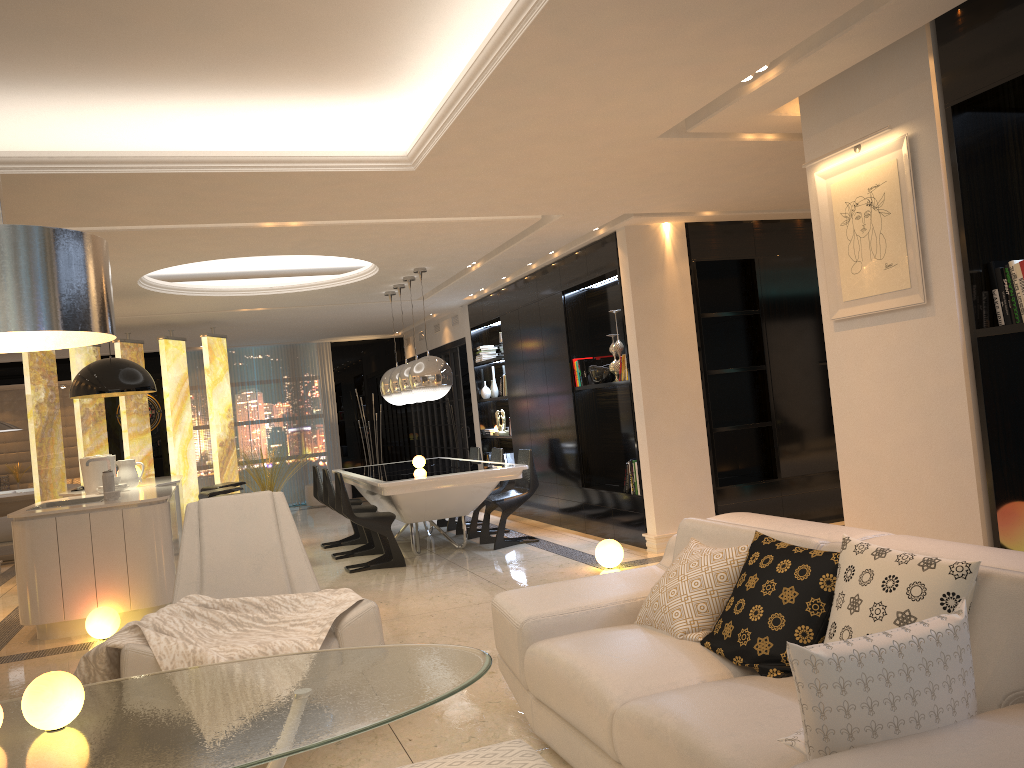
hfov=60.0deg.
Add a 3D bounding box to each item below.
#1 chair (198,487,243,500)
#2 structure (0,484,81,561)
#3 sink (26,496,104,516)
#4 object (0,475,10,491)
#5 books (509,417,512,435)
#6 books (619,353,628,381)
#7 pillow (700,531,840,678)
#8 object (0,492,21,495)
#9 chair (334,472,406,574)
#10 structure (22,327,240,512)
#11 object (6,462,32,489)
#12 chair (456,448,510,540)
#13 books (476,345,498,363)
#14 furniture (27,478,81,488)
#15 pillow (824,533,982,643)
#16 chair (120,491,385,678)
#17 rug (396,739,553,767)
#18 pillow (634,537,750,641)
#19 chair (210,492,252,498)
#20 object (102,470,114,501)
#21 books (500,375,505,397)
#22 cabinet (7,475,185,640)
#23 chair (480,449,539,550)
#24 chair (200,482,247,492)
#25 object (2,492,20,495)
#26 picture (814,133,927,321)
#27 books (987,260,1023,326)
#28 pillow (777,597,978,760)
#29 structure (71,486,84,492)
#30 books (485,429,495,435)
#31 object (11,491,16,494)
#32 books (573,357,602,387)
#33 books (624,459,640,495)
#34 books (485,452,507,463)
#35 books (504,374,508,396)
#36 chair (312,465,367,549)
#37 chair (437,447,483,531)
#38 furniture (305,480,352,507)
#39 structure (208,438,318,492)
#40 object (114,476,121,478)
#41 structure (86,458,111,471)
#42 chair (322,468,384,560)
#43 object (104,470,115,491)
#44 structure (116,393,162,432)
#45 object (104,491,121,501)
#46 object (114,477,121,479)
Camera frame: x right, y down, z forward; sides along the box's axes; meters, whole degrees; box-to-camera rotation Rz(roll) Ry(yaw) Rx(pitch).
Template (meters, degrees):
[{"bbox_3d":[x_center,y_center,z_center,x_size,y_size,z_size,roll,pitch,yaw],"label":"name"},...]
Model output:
[{"bbox_3d":[-2.640,1.352,8.085,0.380,0.789,0.380,-5,-2,-37],"label":"chair"},{"bbox_3d":[-7.005,1.848,11.242,2.912,0.812,1.659,-5,-1,-19],"label":"structure"},{"bbox_3d":[-3.308,0.964,6.672,0.485,0.152,0.738,-5,-1,-19],"label":"sink"},{"bbox_3d":[-8.019,1.704,13.922,0.247,0.522,0.124,-5,-1,-19],"label":"object"},{"bbox_3d":[0.068,0.476,10.393,0.182,0.232,0.284,-5,-1,-16],"label":"books"},{"bbox_3d":[1.019,-0.152,7.471,0.189,0.238,0.290,-5,-1,-20],"label":"books"},{"bbox_3d":[0.818,0.695,2.858,0.323,0.355,0.524,-5,-1,-19],"label":"pillow"},{"bbox_3d":[-7.184,1.495,11.458,1.605,0.026,0.028,-5,-1,-14],"label":"object"},{"bbox_3d":[-1.252,1.170,7.735,0.496,0.858,0.523,-5,-1,-19],"label":"chair"},{"bbox_3d":[-4.305,0.681,10.205,2.180,2.555,0.448,-5,-1,-19],"label":"structure"},{"bbox_3d":[-7.742,1.585,13.970,0.390,0.718,0.388,-5,-1,-28],"label":"object"},{"bbox_3d":[-0.322,1.108,9.089,0.496,0.858,0.523,-5,-1,-19],"label":"chair"},{"bbox_3d":[-0.320,-0.383,11.228,0.259,0.188,0.302,-5,-1,-12],"label":"books"},{"bbox_3d":[-6.910,1.905,13.911,1.312,0.810,1.107,-5,-1,-19],"label":"furniture"},{"bbox_3d":[1.006,0.652,2.440,0.255,0.399,0.526,-5,-1,-19],"label":"pillow"},{"bbox_3d":[-1.152,1.004,3.893,1.027,0.991,0.983,-5,-1,-20],"label":"chair"},{"bbox_3d":[-1.042,1.447,2.191,2.900,0.020,1.661,-5,-1,-19],"label":"rug"},{"bbox_3d":[0.664,0.755,3.286,0.351,0.329,0.521,-5,-1,-19],"label":"pillow"},{"bbox_3d":[-2.276,1.294,7.151,0.380,0.789,0.380,-6,-1,13],"label":"chair"},{"bbox_3d":[-2.975,0.745,6.531,0.071,0.219,0.071,-5,-1,-28],"label":"object"},{"bbox_3d":[-0.041,0.016,10.591,0.207,0.256,0.245,-5,-1,-20],"label":"books"},{"bbox_3d":[-3.459,1.379,7.810,1.046,0.887,3.752,-5,-1,-19],"label":"cabinet"},{"bbox_3d":[-0.046,1.062,8.287,0.496,0.858,0.523,-5,-1,-19],"label":"chair"},{"bbox_3d":[-2.873,1.394,8.884,0.380,0.789,0.380,-7,-2,38],"label":"chair"},{"bbox_3d":[-7.054,1.474,11.099,1.605,0.026,0.028,-5,-2,-39],"label":"object"},{"bbox_3d":[1.623,-0.686,4.043,0.027,0.729,0.610,-5,-1,-19],"label":"picture"},{"bbox_3d":[2.074,-0.375,3.529,0.208,0.270,0.240,-5,-1,-19],"label":"books"},{"bbox_3d":[0.863,0.686,2.082,0.521,0.325,0.281,-6,-1,-10],"label":"pillow"},{"bbox_3d":[-4.065,1.006,8.841,0.502,0.026,0.811,-5,-1,-19],"label":"structure"},{"bbox_3d":[-0.211,0.602,11.200,0.209,0.073,0.266,-5,-1,-16],"label":"books"},{"bbox_3d":[-6.441,1.406,11.467,0.057,0.057,0.057,-7,-2,40],"label":"object"},{"bbox_3d":[0.719,-0.117,8.341,0.210,0.270,0.236,-5,-1,-20],"label":"books"},{"bbox_3d":[1.089,0.767,7.473,0.222,0.296,0.345,-5,-1,-19],"label":"books"},{"bbox_3d":[-0.197,0.997,11.254,0.210,0.270,0.236,-5,-1,-20],"label":"books"},{"bbox_3d":[0.027,0.002,10.394,0.212,0.261,0.252,-5,-1,-19],"label":"books"},{"bbox_3d":[-1.810,1.264,9.356,0.496,0.858,0.523,-5,-1,-19],"label":"chair"},{"bbox_3d":[-0.584,1.152,9.851,0.496,0.858,0.523,-5,-1,-19],"label":"chair"},{"bbox_3d":[-2.933,1.738,14.183,0.735,0.357,0.735,-7,-2,43],"label":"furniture"},{"bbox_3d":[-3.759,1.414,13.581,1.282,1.142,1.275,-6,-1,27],"label":"structure"},{"bbox_3d":[-3.385,0.816,7.511,0.138,0.051,0.138,-6,-2,29],"label":"object"},{"bbox_3d":[-3.125,0.718,6.721,0.177,0.310,0.089,-5,-1,-19],"label":"structure"},{"bbox_3d":[-1.534,1.217,8.554,0.496,0.858,0.523,-5,-1,-19],"label":"chair"},{"bbox_3d":[-3.010,0.751,6.632,0.071,0.219,0.071,-5,-2,-43],"label":"object"},{"bbox_3d":[-5.790,0.457,13.773,0.669,0.669,0.048,-5,-1,-19],"label":"structure"},{"bbox_3d":[-2.910,0.816,6.459,0.111,0.062,0.111,-6,-1,2],"label":"object"},{"bbox_3d":[-3.385,0.822,7.511,0.138,0.051,0.138,-6,-2,29],"label":"object"}]
